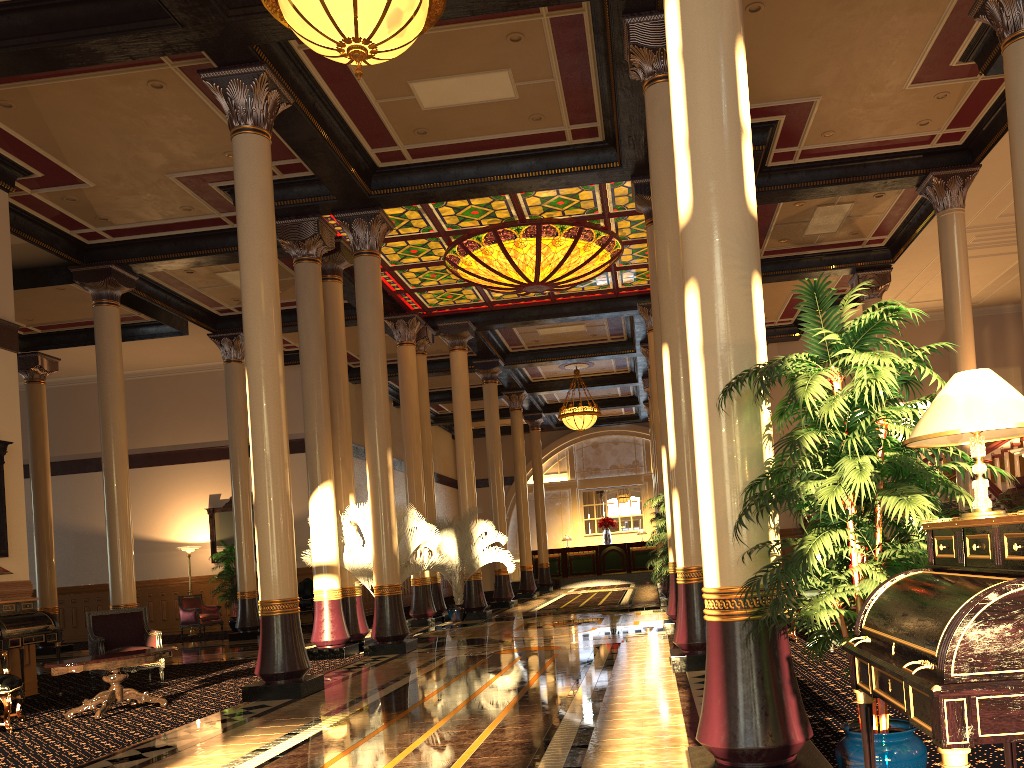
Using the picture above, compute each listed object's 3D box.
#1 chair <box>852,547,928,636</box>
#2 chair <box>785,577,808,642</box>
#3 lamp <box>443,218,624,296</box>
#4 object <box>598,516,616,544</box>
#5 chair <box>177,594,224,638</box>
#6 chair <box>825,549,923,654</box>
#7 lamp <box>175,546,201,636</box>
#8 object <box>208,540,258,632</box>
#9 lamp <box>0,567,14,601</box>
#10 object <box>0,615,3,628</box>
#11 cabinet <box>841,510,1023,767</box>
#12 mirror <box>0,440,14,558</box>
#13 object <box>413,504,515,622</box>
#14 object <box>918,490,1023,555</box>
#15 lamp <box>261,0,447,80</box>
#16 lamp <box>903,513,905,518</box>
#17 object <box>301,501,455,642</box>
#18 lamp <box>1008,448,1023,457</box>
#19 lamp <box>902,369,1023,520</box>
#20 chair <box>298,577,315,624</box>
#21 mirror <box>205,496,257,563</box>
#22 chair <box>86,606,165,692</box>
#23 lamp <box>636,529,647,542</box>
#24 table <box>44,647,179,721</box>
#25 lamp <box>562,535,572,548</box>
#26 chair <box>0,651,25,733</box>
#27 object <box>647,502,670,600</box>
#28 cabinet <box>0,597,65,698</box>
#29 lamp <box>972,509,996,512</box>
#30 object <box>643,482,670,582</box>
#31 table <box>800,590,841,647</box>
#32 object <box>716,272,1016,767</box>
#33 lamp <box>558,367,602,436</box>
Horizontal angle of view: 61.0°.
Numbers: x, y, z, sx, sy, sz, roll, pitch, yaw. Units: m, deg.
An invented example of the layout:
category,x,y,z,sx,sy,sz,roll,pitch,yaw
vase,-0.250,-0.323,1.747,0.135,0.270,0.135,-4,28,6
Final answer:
category,x,y,z,sx,sy,sz,roll,pitch,yaw
chair,3.940,2.163,8.986,0.660,0.916,0.673,-3,-5,-23
chair,2.878,2.300,9.682,0.728,1.095,0.761,-6,-5,21
lamp,0.382,-1.874,14.415,2.977,0.598,3.059,-5,-11,4
object,5.579,0.451,16.531,0.678,4.251,29.959,-4,-11,-10
chair,-6.810,5.066,19.042,0.628,0.916,0.706,-7,-5,26
chair,3.333,2.013,8.000,0.700,0.916,0.634,-2,-5,-24
lamp,-7.279,4.691,19.707,0.599,2.005,0.564,-3,-2,-33
object,-6.255,4.520,19.617,1.113,2.144,1.009,-2,-4,-35
lamp,-5.611,2.128,9.336,0.317,0.418,0.323,-5,-5,3
object,-5.515,2.540,8.361,1.102,1.431,1.026,-8,-6,35
cabinet,1.272,0.918,2.360,0.530,1.118,0.949,-5,-5,7
mirror,-5.780,1.042,9.089,0.198,1.544,1.413,-5,-6,8
object,-0.830,3.453,16.822,1.804,2.263,2.115,-5,-6,10
object,4.283,1.654,7.888,1.102,1.431,1.026,-8,-6,35
lamp,-1.044,-2.897,5.602,1.188,1.900,1.201,-5,-4,1
lamp,7.621,2.906,16.828,0.588,2.005,0.574,-4,-2,-12
object,-1.848,2.703,12.667,2.065,2.250,1.820,-4,-5,-6
lamp,6.712,1.815,11.074,0.567,2.005,0.595,-5,-2,24
lamp,1.396,0.186,2.608,0.438,0.441,0.412,0,-8,-38
chair,-4.842,4.905,19.476,0.719,1.095,0.770,-7,-5,31
mirror,-6.451,3.367,20.309,1.376,1.549,0.201,-5,-1,5
chair,-4.406,3.025,9.918,0.707,0.916,0.627,-1,-6,-38
lamp,4.564,5.312,30.522,0.438,0.441,0.412,0,-8,-38
table,-3.671,2.782,8.059,0.681,0.531,1.270,-9,-11,32
lamp,1.954,5.565,30.732,0.438,0.441,0.412,0,-8,-38
chair,-4.660,2.465,7.493,0.766,1.095,0.723,-2,-5,-29
object,3.019,3.083,16.211,1.041,2.144,1.080,-4,-3,-5
cabinet,-5.383,2.891,9.394,0.530,1.118,0.949,-5,-5,7
lamp,4.823,1.451,8.884,0.317,0.418,0.323,-5,-5,3
object,2.392,2.297,12.096,1.113,2.144,1.009,-2,-4,-35
table,3.169,2.366,8.778,0.498,0.554,0.468,1,-8,-43
object,1.409,0.631,3.473,1.113,2.144,1.009,-2,-4,-35
lamp,1.798,0.482,23.428,1.188,1.900,1.201,-5,-4,1
